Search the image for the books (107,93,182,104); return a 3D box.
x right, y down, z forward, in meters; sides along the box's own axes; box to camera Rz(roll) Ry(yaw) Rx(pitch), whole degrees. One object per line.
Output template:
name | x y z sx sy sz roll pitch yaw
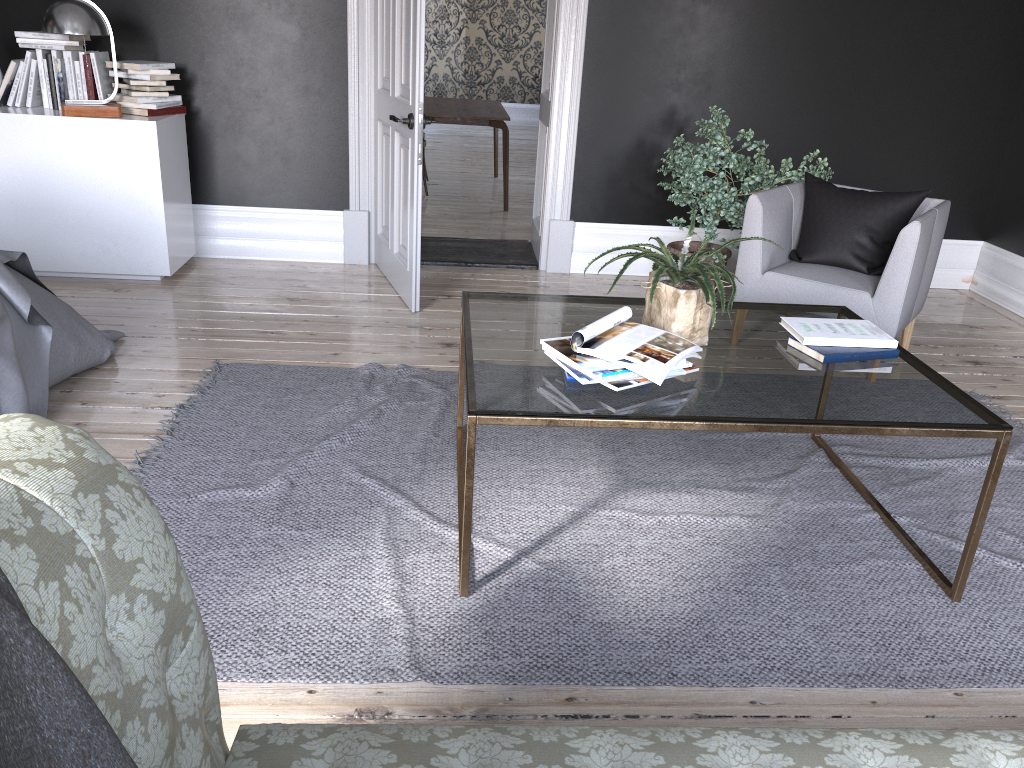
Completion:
books | -2.068 -1.614 4.997 0.228 0.031 0.316 14 24 23

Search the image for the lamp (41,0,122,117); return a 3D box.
lamp | -2.256 -1.714 4.637 0.340 0.595 0.326 -7 25 -23

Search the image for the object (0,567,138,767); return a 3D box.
object | -0.335 0.458 0.488 0.515 0.589 1.361 -18 31 -42

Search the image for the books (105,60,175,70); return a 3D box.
books | -2.060 -1.771 4.923 0.220 0.030 0.304 9 23 14

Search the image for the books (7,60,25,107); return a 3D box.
books | -2.724 -1.680 4.942 0.132 0.246 0.194 2 23 -5

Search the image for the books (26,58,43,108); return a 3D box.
books | -2.643 -1.683 4.946 0.091 0.258 0.194 2 23 -5

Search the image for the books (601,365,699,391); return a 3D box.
books | 0.330 -0.055 2.522 0.318 0.011 0.251 -13 27 -35

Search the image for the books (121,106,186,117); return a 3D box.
books | -2.037 -1.550 5.008 0.234 0.038 0.293 12 24 20

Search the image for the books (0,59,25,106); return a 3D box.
books | -2.763 -1.671 4.910 0.158 0.248 0.201 2 23 -5

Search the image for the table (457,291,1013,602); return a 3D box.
table | 0.558 0.145 2.897 1.449 0.562 1.085 2 22 -5

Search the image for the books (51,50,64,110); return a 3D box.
books | -2.493 -1.701 4.947 0.024 0.309 0.218 2 23 -5

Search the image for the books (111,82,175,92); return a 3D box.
books | -2.075 -1.675 4.989 0.289 0.031 0.192 14 24 24

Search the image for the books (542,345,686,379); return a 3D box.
books | 0.287 -0.086 2.505 0.318 0.011 0.251 -10 26 -31

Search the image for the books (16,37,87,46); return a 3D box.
books | -2.524 -1.881 4.868 0.307 0.024 0.218 -2 23 -14

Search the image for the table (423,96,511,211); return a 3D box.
table | -0.488 -2.174 8.202 0.850 0.760 1.782 2 22 -5

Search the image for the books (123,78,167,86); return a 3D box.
books | -2.061 -1.699 4.969 0.192 0.031 0.288 -9 25 -29

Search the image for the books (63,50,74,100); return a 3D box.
books | -2.443 -1.709 4.977 0.030 0.309 0.219 2 23 -5

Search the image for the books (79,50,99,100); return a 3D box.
books | -2.360 -1.707 4.984 0.030 0.309 0.219 2 23 -5

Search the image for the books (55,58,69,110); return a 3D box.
books | -2.466 -1.666 4.921 0.029 0.272 0.203 2 23 -5

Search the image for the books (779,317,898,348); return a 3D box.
books | 1.060 -0.169 2.892 0.307 0.024 0.218 2 22 -5

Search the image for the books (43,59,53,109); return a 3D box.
books | -2.550 -1.681 4.954 0.026 0.260 0.194 2 23 -5

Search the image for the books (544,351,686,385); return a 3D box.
books | 0.288 -0.063 2.506 0.318 0.011 0.251 -6 24 -22

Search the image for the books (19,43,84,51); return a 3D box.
books | -2.532 -1.859 4.879 0.258 0.026 0.194 6 22 4

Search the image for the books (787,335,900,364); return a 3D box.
books | 1.059 -0.119 2.842 0.289 0.031 0.191 -4 23 -19

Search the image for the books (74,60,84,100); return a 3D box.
books | -2.388 -1.676 4.967 0.026 0.260 0.194 2 23 -5

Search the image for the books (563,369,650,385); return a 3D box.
books | 0.263 -0.039 2.518 0.231 0.023 0.161 2 22 -4

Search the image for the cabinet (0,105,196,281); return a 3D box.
cabinet | -3.117 -1.121 5.011 2.396 0.888 0.566 2 23 -5

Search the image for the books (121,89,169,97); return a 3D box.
books | -2.070 -1.645 4.994 0.202 0.029 0.267 -11 26 -32

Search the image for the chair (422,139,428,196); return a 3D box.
chair | -1.026 -2.161 7.796 0.540 0.956 0.417 -7 25 -23

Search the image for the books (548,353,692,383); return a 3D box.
books | 0.304 -0.073 2.505 0.318 0.011 0.251 -10 26 -31

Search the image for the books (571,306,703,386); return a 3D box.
books | 0.359 -0.109 2.511 0.272 0.110 0.320 16 25 27

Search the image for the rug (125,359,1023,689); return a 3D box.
rug | 0.486 0.334 3.136 3.645 0.050 2.091 2 22 -4

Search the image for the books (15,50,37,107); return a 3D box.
books | -2.674 -1.702 4.934 0.126 0.298 0.218 2 23 -5

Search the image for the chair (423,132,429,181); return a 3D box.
chair | -1.082 -2.406 8.422 0.549 0.929 0.437 17 26 30

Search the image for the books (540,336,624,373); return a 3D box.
books | 0.279 -0.096 2.501 0.318 0.011 0.251 -8 25 -26

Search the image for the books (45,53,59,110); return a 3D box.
books | -2.520 -1.685 4.927 0.030 0.291 0.191 2 23 -5

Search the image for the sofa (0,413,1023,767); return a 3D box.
sofa | 0.599 0.716 0.773 2.813 1.169 1.594 2 22 -4

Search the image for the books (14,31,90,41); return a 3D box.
books | -2.525 -1.917 4.882 0.306 0.030 0.219 6 22 4

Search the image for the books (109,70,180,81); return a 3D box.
books | -2.055 -1.729 4.963 0.306 0.030 0.219 14 24 23

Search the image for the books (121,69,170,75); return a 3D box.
books | -2.058 -1.761 4.971 0.220 0.024 0.305 -9 25 -28

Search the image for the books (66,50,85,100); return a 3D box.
books | -2.415 -1.698 4.954 0.024 0.309 0.218 2 23 -5

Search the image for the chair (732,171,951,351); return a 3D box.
chair | 1.636 -0.557 4.415 0.816 0.869 0.767 19 27 32

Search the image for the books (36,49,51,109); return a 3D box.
books | -2.583 -1.714 4.965 0.030 0.309 0.219 2 23 -5

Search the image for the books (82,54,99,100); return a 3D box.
books | -2.323 -1.691 4.966 0.038 0.297 0.234 2 23 -5

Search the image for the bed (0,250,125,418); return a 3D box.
bed | -3.056 -0.306 2.453 3.282 1.307 2.746 -3 23 -15

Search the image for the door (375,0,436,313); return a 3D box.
door | -0.607 -1.689 4.803 0.216 2.391 1.090 -3 24 -16

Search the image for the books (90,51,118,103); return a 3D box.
books | -2.280 -1.694 4.965 0.050 0.310 0.218 2 23 -5

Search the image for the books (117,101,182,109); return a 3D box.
books | -2.042 -1.583 5.003 0.228 0.025 0.317 6 22 5
